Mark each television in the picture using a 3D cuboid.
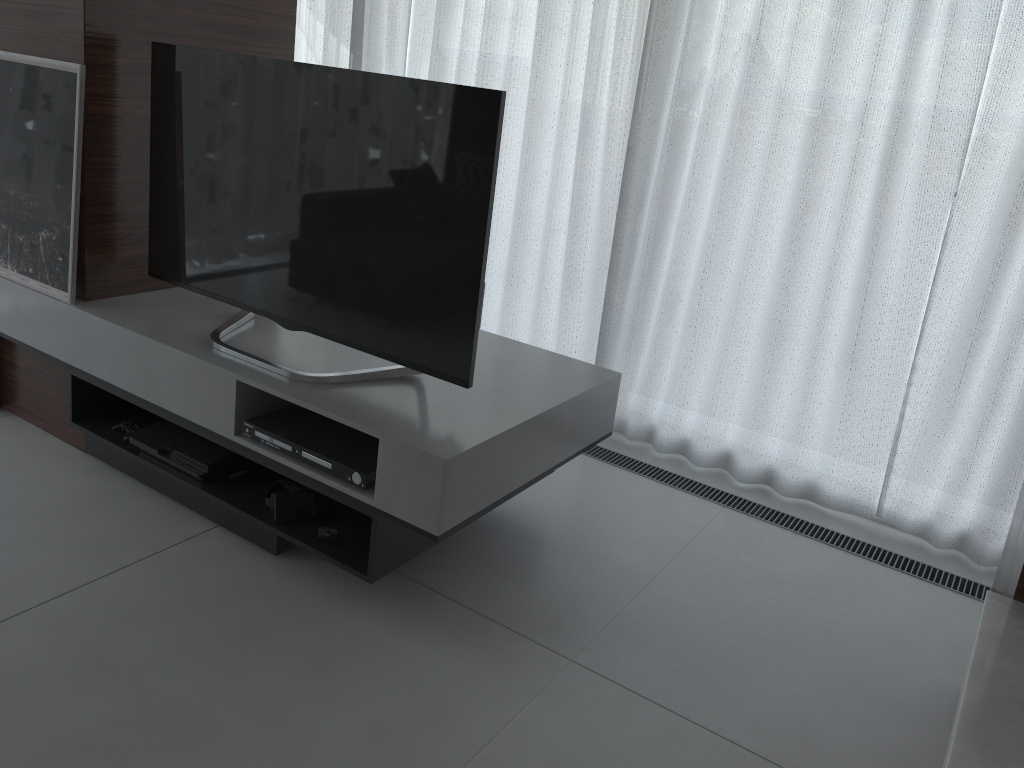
[{"bbox_3d":[-0.565,-0.457,2.374,1.244,0.768,0.301,18,19,30],"label":"television"}]

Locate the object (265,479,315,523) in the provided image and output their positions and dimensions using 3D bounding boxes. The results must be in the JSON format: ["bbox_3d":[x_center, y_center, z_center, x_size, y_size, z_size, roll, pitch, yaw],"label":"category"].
[{"bbox_3d":[-0.606,0.293,2.389,0.117,0.077,0.188,-3,21,-27],"label":"object"}]

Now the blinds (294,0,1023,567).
[{"bbox_3d":[-1.419,-0.375,0.422,5.874,2.709,7.220,20,23,32],"label":"blinds"}]

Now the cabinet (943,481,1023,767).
[{"bbox_3d":[0.678,0.038,0.320,0.794,2.492,3.379,16,20,29],"label":"cabinet"}]

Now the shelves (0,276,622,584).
[{"bbox_3d":[-0.914,-0.032,2.939,2.376,0.488,0.884,19,22,30],"label":"shelves"}]

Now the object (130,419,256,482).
[{"bbox_3d":[-0.903,0.174,2.630,0.317,0.066,0.318,18,22,29],"label":"object"}]

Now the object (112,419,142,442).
[{"bbox_3d":[-1.164,0.136,2.691,0.071,0.035,0.114,-11,26,-43],"label":"object"}]

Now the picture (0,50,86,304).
[{"bbox_3d":[-1.471,-0.641,2.694,0.506,0.684,0.054,17,18,30],"label":"picture"}]

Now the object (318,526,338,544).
[{"bbox_3d":[-0.463,0.382,2.237,0.044,0.042,0.044,18,20,30],"label":"object"}]

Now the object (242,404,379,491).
[{"bbox_3d":[-0.432,0.140,2.323,0.435,0.052,0.340,18,22,29],"label":"object"}]
